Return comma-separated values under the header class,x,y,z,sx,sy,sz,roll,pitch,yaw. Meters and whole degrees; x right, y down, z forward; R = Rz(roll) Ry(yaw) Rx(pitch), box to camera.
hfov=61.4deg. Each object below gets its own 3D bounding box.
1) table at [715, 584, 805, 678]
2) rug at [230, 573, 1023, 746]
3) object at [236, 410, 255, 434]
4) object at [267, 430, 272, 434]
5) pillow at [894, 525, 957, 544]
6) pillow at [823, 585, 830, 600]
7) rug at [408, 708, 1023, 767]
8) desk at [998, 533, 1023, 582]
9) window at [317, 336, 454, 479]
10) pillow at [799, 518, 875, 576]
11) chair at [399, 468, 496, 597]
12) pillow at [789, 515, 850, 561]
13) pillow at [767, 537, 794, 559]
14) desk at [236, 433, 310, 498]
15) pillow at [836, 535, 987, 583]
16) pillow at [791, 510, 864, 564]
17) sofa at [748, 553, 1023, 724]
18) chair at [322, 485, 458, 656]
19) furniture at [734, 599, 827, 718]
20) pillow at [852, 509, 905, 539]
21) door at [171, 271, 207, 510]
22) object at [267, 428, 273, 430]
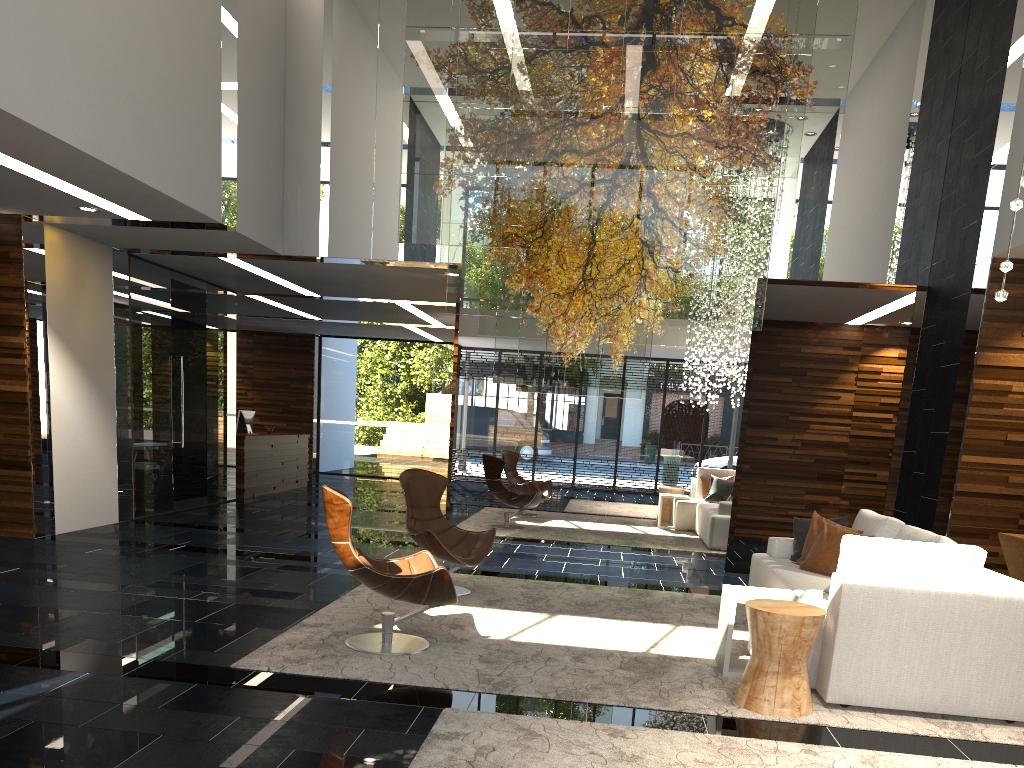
class,x,y,z,sx,sy,sz,roll,pitch,yaw
table,1.422,1.436,4.988,0.399,0.479,0.390,4,5,6
rug,1.648,1.722,5.722,5.890,0.006,3.156,4,-2,6
object,-4.185,0.668,13.597,0.189,0.504,0.473,6,5,12
object,-3.894,0.774,13.864,0.076,0.061,0.076,5,3,31
pillow,2.449,1.107,5.290,0.290,0.446,0.705,5,1,8
pillow,2.099,1.130,5.124,0.505,0.375,0.291,2,6,-34
rug,1.244,1.567,2.731,3.410,0.006,2.295,4,-2,6
desk,4.076,1.499,5.570,0.988,0.765,2.203,4,-1,7
window,-2.064,0.567,17.781,3.950,2.927,0.058,4,11,6
pillow,2.271,1.167,6.089,0.268,0.423,0.507,1,4,-23
chair,-0.563,1.138,6.594,0.776,0.956,0.667,7,7,34
pillow,2.312,1.167,6.517,0.254,0.425,0.542,-2,5,-36
pillow,2.345,1.305,6.808,0.623,0.156,0.234,4,2,1
desk,-4.088,1.233,13.648,0.878,0.908,2.626,4,-1,7
pillow,2.072,1.045,4.548,0.710,0.473,0.211,4,8,7
pillow,2.310,1.155,6.302,0.243,0.441,0.536,-1,5,-28
sofa,2.172,1.400,5.665,1.288,0.698,2.800,4,-2,7
chair,-0.680,1.059,4.935,0.789,0.956,0.655,1,7,-26
furniture,1.349,1.378,4.356,0.385,0.536,0.389,9,8,41
pillow,2.556,1.145,6.167,0.247,0.462,0.705,5,2,7
door,-3.907,0.135,10.561,0.101,2.927,0.844,5,10,7
object,-3.910,0.738,13.868,0.075,0.106,0.151,8,4,36
